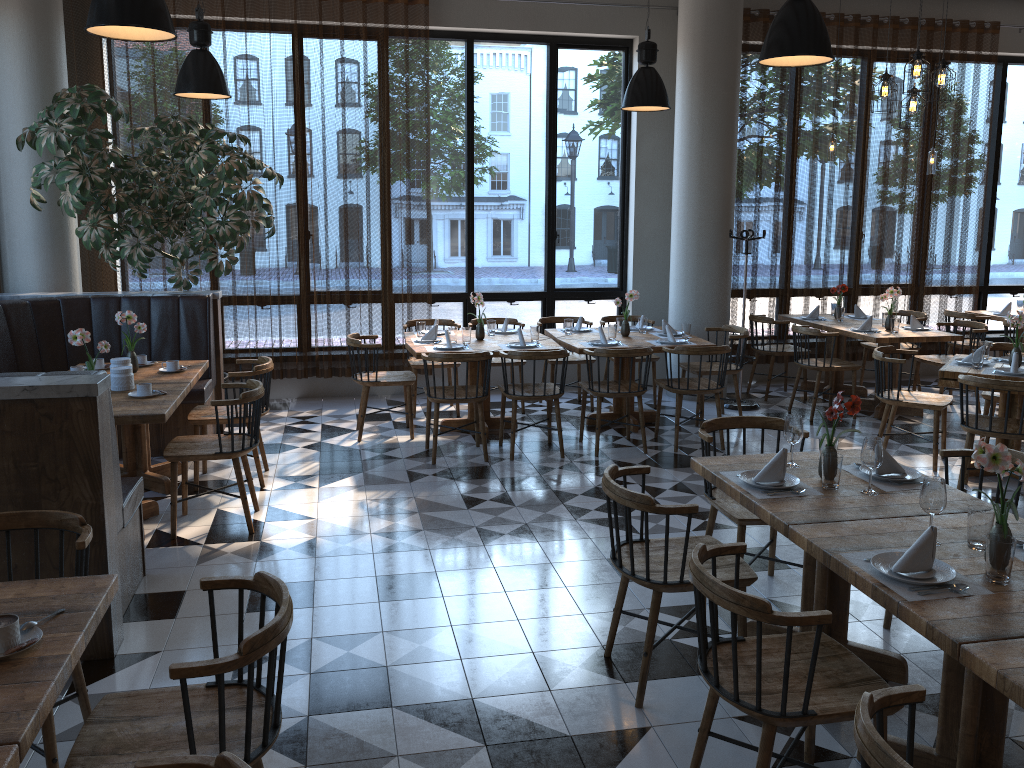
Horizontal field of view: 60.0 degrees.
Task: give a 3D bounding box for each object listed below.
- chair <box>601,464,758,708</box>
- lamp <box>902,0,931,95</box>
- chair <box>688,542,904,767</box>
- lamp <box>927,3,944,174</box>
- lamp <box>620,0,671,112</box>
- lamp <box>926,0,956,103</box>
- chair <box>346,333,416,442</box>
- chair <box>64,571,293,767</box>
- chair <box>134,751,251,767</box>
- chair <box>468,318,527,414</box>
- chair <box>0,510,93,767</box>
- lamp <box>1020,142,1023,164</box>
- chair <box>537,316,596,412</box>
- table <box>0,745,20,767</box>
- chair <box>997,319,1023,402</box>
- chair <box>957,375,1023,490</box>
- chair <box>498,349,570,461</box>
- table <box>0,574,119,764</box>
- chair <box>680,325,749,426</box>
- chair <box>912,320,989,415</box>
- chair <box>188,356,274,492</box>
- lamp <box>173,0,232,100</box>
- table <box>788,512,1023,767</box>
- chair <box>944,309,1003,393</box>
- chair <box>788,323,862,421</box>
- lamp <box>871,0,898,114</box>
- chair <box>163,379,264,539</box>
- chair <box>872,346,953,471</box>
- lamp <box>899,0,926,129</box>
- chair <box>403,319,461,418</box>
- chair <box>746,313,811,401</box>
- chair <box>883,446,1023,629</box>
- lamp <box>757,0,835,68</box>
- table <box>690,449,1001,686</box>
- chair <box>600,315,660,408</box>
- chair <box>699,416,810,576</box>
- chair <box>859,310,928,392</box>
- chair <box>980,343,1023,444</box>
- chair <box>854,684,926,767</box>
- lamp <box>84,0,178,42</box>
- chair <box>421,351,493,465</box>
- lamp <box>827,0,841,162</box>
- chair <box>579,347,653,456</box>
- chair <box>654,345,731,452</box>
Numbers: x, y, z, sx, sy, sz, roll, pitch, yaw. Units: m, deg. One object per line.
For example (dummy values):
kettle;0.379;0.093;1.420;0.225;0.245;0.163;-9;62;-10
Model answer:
chair;0.623;0.755;3.461;0.550;0.812;0.523;-2;10;-11
lamp;2.989;-3.167;6.397;0.175;2.057;0.176;-4;10;-25
chair;0.795;0.922;2.620;0.550;0.812;0.523;-2;10;-11
lamp;4.210;-3.071;8.741;0.078;1.951;0.078;5;10;28
lamp;1.039;-3.041;6.716;0.391;1.853;0.392;-6;11;-34
lamp;3.194;-3.118;6.443;0.175;2.057;0.176;-6;11;-36
chair;-1.061;0.011;7.200;0.550;0.812;0.523;-2;10;-11
chair;-0.845;0.971;2.322;0.550;0.812;0.523;-2;10;-11
chair;-0.675;1.136;1.490;0.550;0.812;0.523;-2;10;-11
chair;-0.134;-0.173;8.157;0.519;0.812;0.553;-2;10;-11
chair;-1.597;0.877;2.780;0.519;0.812;0.553;-2;10;-11
lamp;5.262;-3.218;8.934;0.078;1.951;0.078;0;9;-4
chair;0.504;-0.194;8.285;0.519;0.812;0.553;-2;10;-11
table;-1.322;1.190;1.336;0.850;0.759;0.856;-2;10;-11
chair;4.947;-0.193;8.401;0.550;0.812;0.523;-2;10;-11
chair;3.116;0.337;5.656;0.520;0.812;0.552;7;11;33
chair;0.153;0.117;6.691;0.519;0.812;0.553;-2;10;-11
table;-1.491;1.026;2.163;0.850;0.759;0.856;-2;10;-11
chair;1.771;-0.086;7.767;0.550;0.812;0.523;-2;10;-11
chair;4.068;-0.163;8.225;0.550;0.812;0.523;-2;10;-11
chair;-1.874;0.251;5.955;0.550;0.812;0.523;-2;10;-11
lamp;-2.165;-2.932;6.075;0.390;1.853;0.393;0;9;1
table;1.443;0.925;2.758;0.850;0.759;0.856;-2;10;-11
chair;4.780;-0.355;9.218;0.550;0.812;0.523;-2;10;-11
chair;2.788;-0.120;7.969;0.550;0.812;0.523;-2;10;-11
lamp;2.915;-3.141;6.779;0.175;2.057;0.176;6;10;31
chair;-1.704;0.416;5.123;0.550;0.812;0.523;-2;10;-11
chair;2.935;0.162;6.539;0.551;0.812;0.522;7;11;33
lamp;3.072;-2.982;6.646;0.175;2.057;0.176;-4;10;-25
chair;-0.717;-0.153;8.040;0.519;0.812;0.553;-2;10;-11
chair;2.622;-0.281;8.786;0.550;0.812;0.523;-2;10;-11
chair;1.926;0.711;3.721;0.550;0.812;0.523;-2;10;-11
lamp;1.491;-2.604;4.504;0.391;1.853;0.392;-4;10;-24
table;1.274;0.761;3.584;0.850;0.759;0.856;-2;10;-11
chair;1.103;-0.215;8.405;0.519;0.812;0.553;-2;10;-11
chair;1.162;0.611;4.207;0.519;0.812;0.553;-2;10;-11
chair;3.901;-0.325;9.042;0.550;0.812;0.523;-2;10;-11
chair;3.829;0.132;6.717;0.520;0.812;0.552;7;11;33
chair;0.967;1.088;1.780;0.550;0.812;0.523;-2;10;-11
lamp;-1.713;-2.495;3.862;0.390;1.853;0.393;-1;9;-9
chair;-0.412;0.137;6.578;0.519;0.812;0.553;-2;10;-11
lamp;3.124;-3.138;8.507;0.078;1.951;0.078;-6;11;-35
chair;0.790;0.096;6.818;0.519;0.812;0.553;-2;10;-11
chair;1.408;0.075;6.942;0.519;0.812;0.553;-2;10;-11
